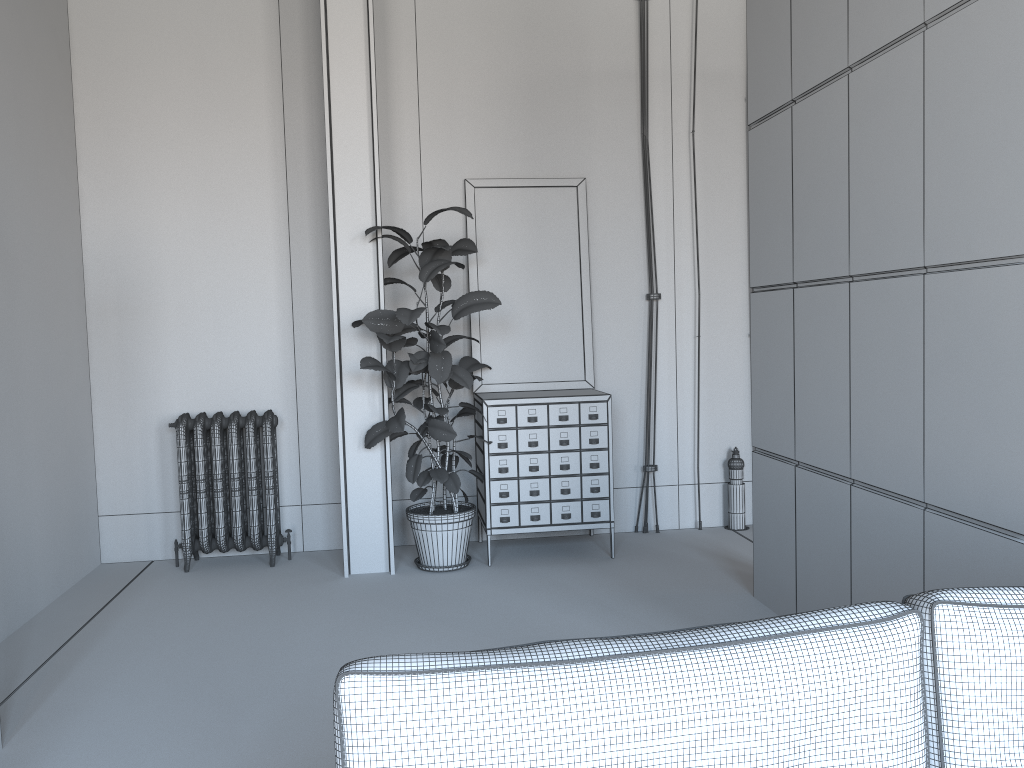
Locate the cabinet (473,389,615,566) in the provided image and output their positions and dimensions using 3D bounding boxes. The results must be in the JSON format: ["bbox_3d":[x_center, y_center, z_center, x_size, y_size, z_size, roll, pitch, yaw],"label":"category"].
[{"bbox_3d":[0.192,0.572,5.735,0.796,1.026,0.668,-2,4,-7],"label":"cabinet"}]

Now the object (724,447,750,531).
[{"bbox_3d":[1.578,0.759,6.221,0.173,0.647,0.206,0,4,28],"label":"object"}]

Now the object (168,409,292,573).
[{"bbox_3d":[-1.787,0.675,5.641,0.733,1.007,0.328,-2,4,-7],"label":"object"}]

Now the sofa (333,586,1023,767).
[{"bbox_3d":[0.775,0.871,1.286,2.347,0.948,0.952,-2,4,-7],"label":"sofa"}]

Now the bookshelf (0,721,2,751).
[{"bbox_3d":[-2.055,0.204,2.851,0.455,2.276,0.455,-2,4,-7],"label":"bookshelf"}]

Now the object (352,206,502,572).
[{"bbox_3d":[-0.496,0.046,5.256,0.868,2.157,1.270,-2,4,-7],"label":"object"}]
